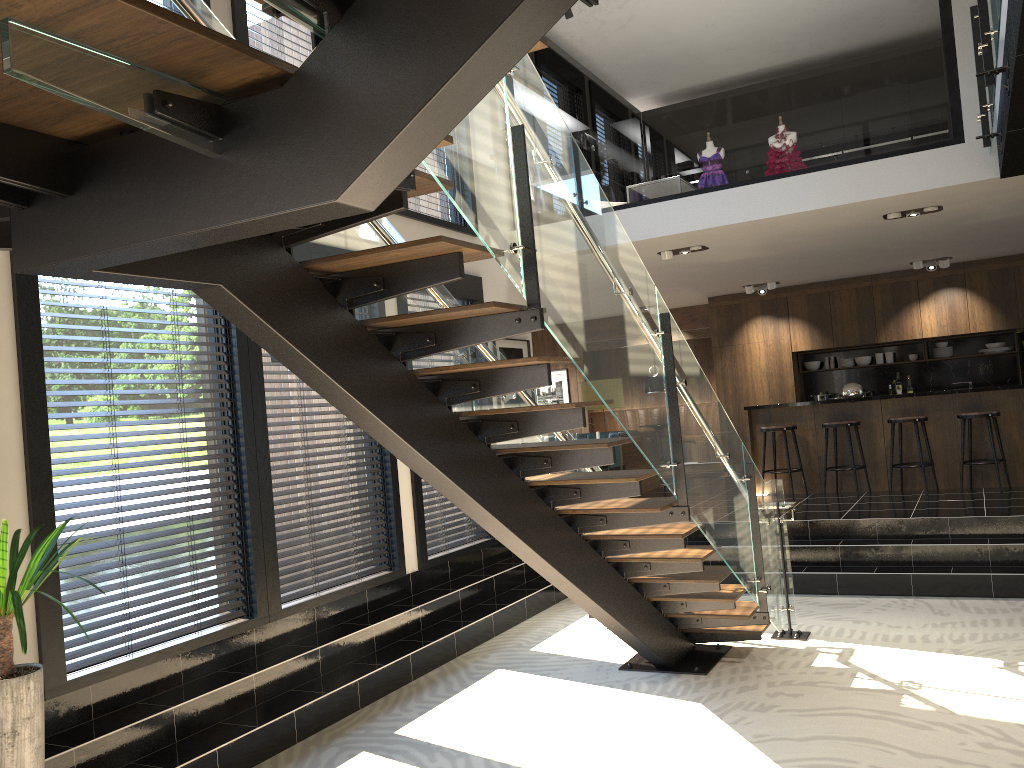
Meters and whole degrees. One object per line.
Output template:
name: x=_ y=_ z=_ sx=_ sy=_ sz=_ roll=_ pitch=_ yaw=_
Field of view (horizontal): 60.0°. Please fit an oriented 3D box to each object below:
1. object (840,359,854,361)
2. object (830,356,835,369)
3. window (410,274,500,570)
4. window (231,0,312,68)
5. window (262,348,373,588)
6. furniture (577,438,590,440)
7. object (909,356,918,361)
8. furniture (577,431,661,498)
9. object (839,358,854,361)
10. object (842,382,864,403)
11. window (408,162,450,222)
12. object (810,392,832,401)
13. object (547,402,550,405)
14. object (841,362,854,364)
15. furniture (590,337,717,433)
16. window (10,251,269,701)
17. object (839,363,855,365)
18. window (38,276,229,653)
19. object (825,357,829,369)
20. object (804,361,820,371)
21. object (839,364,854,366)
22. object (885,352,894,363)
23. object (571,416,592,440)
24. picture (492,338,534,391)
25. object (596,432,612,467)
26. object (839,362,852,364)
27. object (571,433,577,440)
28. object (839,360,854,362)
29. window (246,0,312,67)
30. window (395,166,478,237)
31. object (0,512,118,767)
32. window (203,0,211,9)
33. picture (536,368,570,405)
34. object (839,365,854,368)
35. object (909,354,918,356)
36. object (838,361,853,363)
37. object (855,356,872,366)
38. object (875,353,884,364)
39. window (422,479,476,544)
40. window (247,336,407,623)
object: x=4.923 y=-0.336 z=13.058 sx=0.220 sy=0.033 sz=0.220 roll=-6 pitch=-2 yaw=24
object: x=4.751 y=-0.318 z=13.157 sx=0.060 sy=0.185 sz=0.060 roll=-5 pitch=-1 yaw=-4
window: x=-0.655 y=0.253 z=7.732 sx=0.358 sy=2.474 sz=1.393 roll=-6 pitch=-2 yaw=28
window: x=-1.629 y=-2.580 z=6.394 sx=0.358 sy=2.474 sz=1.393 roll=-6 pitch=-2 yaw=28
window: x=-1.476 y=0.270 z=6.315 sx=0.005 sy=2.296 sz=1.313 roll=-6 pitch=-2 yaw=28
furniture: x=-0.483 y=1.160 z=10.363 sx=2.611 sy=0.822 sz=1.365 roll=-6 pitch=-2 yaw=28
object: x=5.728 y=-0.361 z=12.646 sx=0.122 sy=0.072 sz=0.122 roll=-3 pitch=-2 yaw=-37
furniture: x=0.555 y=1.142 z=12.262 sx=2.611 sy=0.822 sz=1.365 roll=-6 pitch=-2 yaw=28
object: x=4.922 y=-0.348 z=13.058 sx=0.220 sy=0.033 sz=0.220 roll=-6 pitch=-2 yaw=24
object: x=3.750 y=0.096 z=9.763 sx=0.227 sy=0.228 sz=0.227 roll=-4 pitch=-2 yaw=-12
window: x=-0.954 y=-2.584 z=7.839 sx=0.005 sy=2.296 sz=1.220 roll=-6 pitch=-2 yaw=28
object: x=4.576 y=0.226 z=13.122 sx=0.255 sy=0.218 sz=0.236 roll=-4 pitch=-2 yaw=-15
object: x=0.568 y=0.959 z=15.110 sx=0.817 sy=1.381 sz=0.956 roll=-4 pitch=-2 yaw=-15
object: x=4.927 y=-0.290 z=13.057 sx=0.220 sy=0.033 sz=0.220 roll=-6 pitch=-2 yaw=24
furniture: x=2.645 y=0.194 z=15.386 sx=2.640 sy=2.334 sz=1.174 roll=-6 pitch=-2 yaw=27
window: x=-2.109 y=0.273 z=4.949 sx=0.358 sy=2.474 sz=1.498 roll=-6 pitch=-2 yaw=28
object: x=4.928 y=-0.279 z=13.056 sx=0.220 sy=0.033 sz=0.220 roll=-6 pitch=-2 yaw=24
window: x=-2.168 y=0.279 z=4.989 sx=0.005 sy=2.296 sz=1.313 roll=-6 pitch=-2 yaw=28
object: x=4.684 y=-0.311 z=13.192 sx=0.060 sy=0.185 sz=0.060 roll=-4 pitch=-2 yaw=-31
object: x=4.505 y=-0.263 z=13.287 sx=0.234 sy=0.138 sz=0.234 roll=-6 pitch=-2 yaw=30
object: x=4.929 y=-0.268 z=13.056 sx=0.220 sy=0.033 sz=0.220 roll=-6 pitch=-2 yaw=24
object: x=5.439 y=-0.377 z=12.771 sx=0.109 sy=0.161 sz=0.109 roll=-6 pitch=-2 yaw=40
object: x=0.627 y=0.570 z=9.270 sx=0.607 sy=0.744 sz=0.406 roll=-4 pitch=-2 yaw=-12
picture: x=0.033 y=0.011 z=8.710 sx=0.028 sy=0.911 sz=0.748 roll=-6 pitch=-2 yaw=28
object: x=0.966 y=0.745 z=10.058 sx=0.319 sy=0.398 sz=0.316 roll=-5 pitch=-2 yaw=4
object: x=4.926 y=-0.303 z=13.057 sx=0.220 sy=0.033 sz=0.220 roll=-6 pitch=-2 yaw=24
object: x=0.841 y=0.760 z=11.951 sx=0.098 sy=0.191 sz=0.098 roll=-6 pitch=-2 yaw=25
object: x=4.924 y=-0.323 z=13.057 sx=0.220 sy=0.033 sz=0.220 roll=-6 pitch=-2 yaw=24
window: x=-1.688 y=-2.574 z=6.434 sx=0.005 sy=2.296 sz=1.220 roll=-6 pitch=-2 yaw=28
window: x=-0.895 y=-2.590 z=7.799 sx=0.358 sy=2.474 sz=1.393 roll=-6 pitch=-2 yaw=28
object: x=-2.041 y=1.145 z=3.604 sx=0.876 sy=1.337 sz=0.830 roll=-5 pitch=-2 yaw=17
window: x=-2.368 y=-2.570 z=4.980 sx=0.358 sy=2.474 sz=1.393 roll=-6 pitch=-2 yaw=28
picture: x=0.666 y=0.212 z=15.582 sx=0.749 sy=0.911 sz=0.028 roll=-6 pitch=-2 yaw=28
object: x=4.930 y=-0.255 z=13.056 sx=0.220 sy=0.033 sz=0.220 roll=-6 pitch=-2 yaw=24
object: x=5.726 y=-0.386 z=12.647 sx=0.122 sy=0.072 sz=0.122 roll=-3 pitch=-2 yaw=-37
object: x=4.925 y=-0.313 z=13.057 sx=0.220 sy=0.033 sz=0.220 roll=-6 pitch=-2 yaw=24
object: x=5.135 y=-0.326 z=12.957 sx=0.234 sy=0.138 sz=0.234 roll=-3 pitch=-3 yaw=-43
object: x=5.320 y=-0.365 z=12.833 sx=0.109 sy=0.161 sz=0.109 roll=-5 pitch=-2 yaw=10
window: x=-0.714 y=0.259 z=7.772 sx=0.005 sy=2.296 sz=1.220 roll=-6 pitch=-2 yaw=28
window: x=-1.417 y=0.263 z=6.274 sx=0.358 sy=2.474 sz=1.498 roll=-6 pitch=-2 yaw=28
